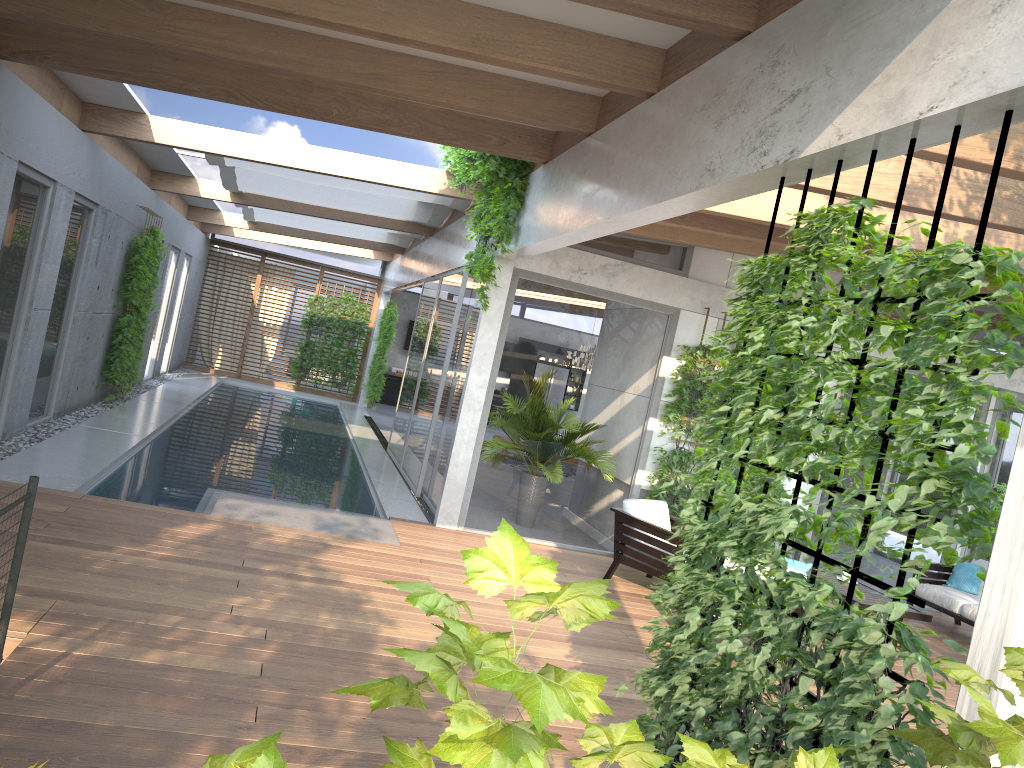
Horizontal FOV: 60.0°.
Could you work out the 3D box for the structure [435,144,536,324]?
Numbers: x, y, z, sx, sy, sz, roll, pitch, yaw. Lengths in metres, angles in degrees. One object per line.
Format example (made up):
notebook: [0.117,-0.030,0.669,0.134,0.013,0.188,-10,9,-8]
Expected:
structure: [-0.360,-1.597,8.478,0.918,2.054,1.822,12,1,-17]

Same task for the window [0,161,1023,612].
window: [0.625,-0.370,16.974,14.294,3.764,23.280,12,1,-14]

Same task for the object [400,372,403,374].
object: [-2.904,-0.294,23.271,0.072,0.057,0.083,11,2,-38]

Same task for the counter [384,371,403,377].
counter: [-1.963,-0.018,23.653,3.805,0.061,0.607,12,1,-14]

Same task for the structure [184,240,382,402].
structure: [-5.567,-1.496,21.354,4.313,3.079,0.085,12,1,-14]

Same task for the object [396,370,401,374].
object: [-2.972,-0.322,23.230,0.090,0.087,0.086,11,2,-37]

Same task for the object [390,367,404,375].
object: [-2.983,-0.337,23.408,0.381,0.134,0.590,12,1,-25]

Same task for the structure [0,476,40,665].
structure: [5.915,2.552,9.583,15.587,3.022,31.708,13,1,27]

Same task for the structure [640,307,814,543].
structure: [2.309,0.642,9.277,1.851,2.669,0.500,12,1,-13]

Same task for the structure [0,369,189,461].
structure: [-5.910,0.185,13.319,0.477,0.068,13.673,12,1,-14]

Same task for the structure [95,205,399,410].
structure: [-4.142,-0.942,16.758,2.739,2.687,10.282,13,1,3]

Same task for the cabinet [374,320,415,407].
cabinet: [-0.884,-0.227,23.914,5.901,2.502,0.709,12,1,-15]

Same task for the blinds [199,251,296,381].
blinds: [-6.520,-1.619,21.484,2.087,2.898,0.692,12,1,-10]

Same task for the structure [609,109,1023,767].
structure: [0.963,0.495,3.063,0.500,2.687,1.807,12,1,-13]
